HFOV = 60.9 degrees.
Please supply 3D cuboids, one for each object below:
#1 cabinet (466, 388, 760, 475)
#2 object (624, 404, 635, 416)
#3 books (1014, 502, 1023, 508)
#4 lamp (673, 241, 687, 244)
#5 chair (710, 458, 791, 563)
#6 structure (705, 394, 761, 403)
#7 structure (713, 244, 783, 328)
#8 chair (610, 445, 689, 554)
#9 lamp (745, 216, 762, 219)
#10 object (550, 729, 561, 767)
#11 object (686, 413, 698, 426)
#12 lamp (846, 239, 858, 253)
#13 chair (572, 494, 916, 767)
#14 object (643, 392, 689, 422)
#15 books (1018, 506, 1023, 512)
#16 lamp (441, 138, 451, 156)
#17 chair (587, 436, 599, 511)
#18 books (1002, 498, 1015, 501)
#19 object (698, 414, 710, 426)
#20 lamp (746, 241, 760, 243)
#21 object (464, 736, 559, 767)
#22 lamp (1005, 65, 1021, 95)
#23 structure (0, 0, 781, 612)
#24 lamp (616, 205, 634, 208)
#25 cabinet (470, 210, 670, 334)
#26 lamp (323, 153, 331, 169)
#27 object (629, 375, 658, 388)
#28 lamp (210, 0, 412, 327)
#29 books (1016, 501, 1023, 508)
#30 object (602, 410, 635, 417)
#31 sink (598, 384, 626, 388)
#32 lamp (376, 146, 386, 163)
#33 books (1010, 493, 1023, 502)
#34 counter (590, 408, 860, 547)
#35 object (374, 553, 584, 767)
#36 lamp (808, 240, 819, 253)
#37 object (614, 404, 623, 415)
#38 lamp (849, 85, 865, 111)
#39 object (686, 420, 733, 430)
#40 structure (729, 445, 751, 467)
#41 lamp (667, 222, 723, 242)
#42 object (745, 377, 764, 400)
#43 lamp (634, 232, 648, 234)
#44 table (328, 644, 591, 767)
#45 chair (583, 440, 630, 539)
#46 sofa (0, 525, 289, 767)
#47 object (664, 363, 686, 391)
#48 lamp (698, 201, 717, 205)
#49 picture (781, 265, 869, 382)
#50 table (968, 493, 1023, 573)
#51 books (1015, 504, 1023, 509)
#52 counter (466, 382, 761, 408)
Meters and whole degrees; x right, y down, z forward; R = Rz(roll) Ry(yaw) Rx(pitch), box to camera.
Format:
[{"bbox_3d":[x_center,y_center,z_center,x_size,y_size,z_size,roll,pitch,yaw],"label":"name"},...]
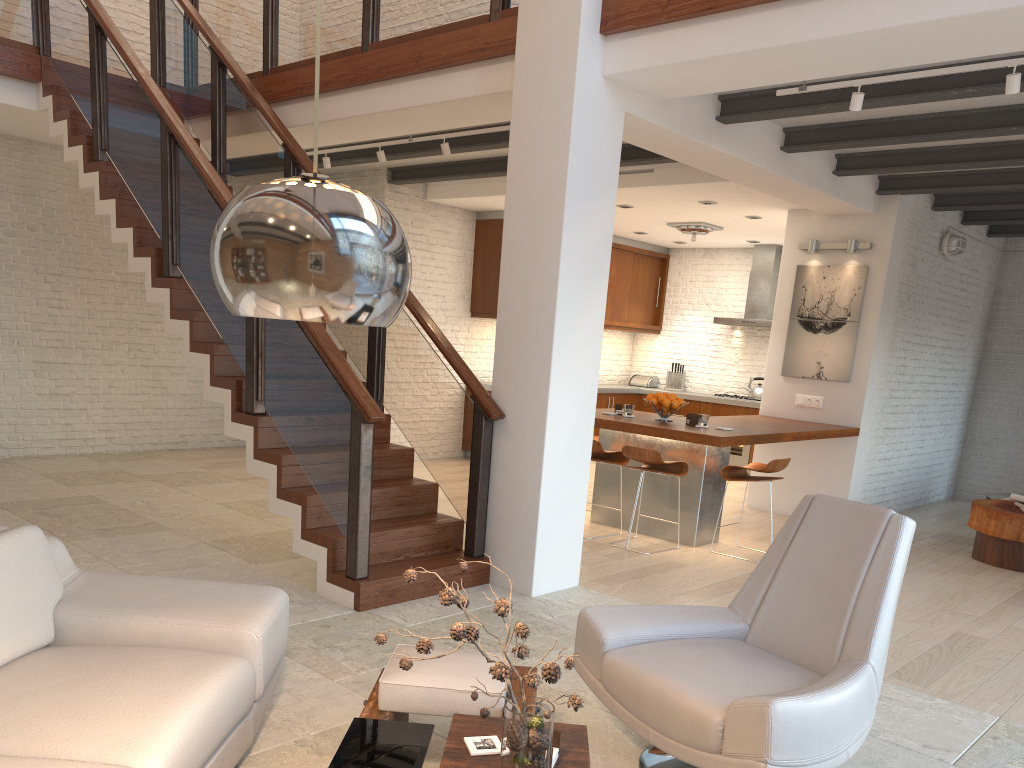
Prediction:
[{"bbox_3d":[1.956,-0.362,10.715,4.772,2.924,2.201,5,10,6],"label":"cabinet"},{"bbox_3d":[0.953,0.212,7.107,0.089,0.087,0.090,11,10,39],"label":"object"},{"bbox_3d":[4.185,0.987,6.934,0.251,0.011,0.311,5,3,11],"label":"books"},{"bbox_3d":[2.165,-1.839,11.225,0.121,0.057,0.123,9,7,42],"label":"lamp"},{"bbox_3d":[1.831,0.918,6.586,0.413,0.799,0.400,14,15,41],"label":"chair"},{"bbox_3d":[2.978,0.181,11.206,0.796,0.033,0.585,7,4,42],"label":"structure"},{"bbox_3d":[3.134,-1.226,10.925,0.965,1.023,0.452,12,14,41],"label":"structure"},{"bbox_3d":[1.022,0.854,6.586,0.396,0.799,0.417,14,15,41],"label":"chair"},{"bbox_3d":[2.404,-1.674,8.662,0.121,0.057,0.123,9,7,42],"label":"lamp"},{"bbox_3d":[0.071,0.978,2.326,0.093,0.084,0.112,6,7,14],"label":"object"},{"bbox_3d":[1.421,0.279,6.813,0.094,0.084,0.111,4,7,-3],"label":"object"},{"bbox_3d":[2.983,-1.211,7.649,0.080,0.107,0.077,1,10,-20],"label":"lamp"},{"bbox_3d":[0.891,0.926,3.127,0.970,1.047,0.998,-1,10,-31],"label":"chair"},{"bbox_3d":[1.228,0.183,6.979,0.365,0.229,0.354,5,6,7],"label":"object"},{"bbox_3d":[4.191,1.010,6.935,0.250,0.011,0.312,6,4,21],"label":"books"},{"bbox_3d":[-0.489,-1.742,6.432,0.085,0.133,0.059,-6,15,-45],"label":"lamp"},{"bbox_3d":[0.580,0.757,7.684,0.413,0.799,0.400,14,15,41],"label":"chair"},{"bbox_3d":[4.506,1.034,7.637,0.252,0.011,0.310,2,4,-35],"label":"books"},{"bbox_3d":[1.463,0.277,6.675,0.091,0.087,0.089,-1,10,-33],"label":"object"},{"bbox_3d":[2.925,-1.741,10.557,0.121,0.057,0.123,9,7,42],"label":"lamp"},{"bbox_3d":[0.003,0.991,2.424,0.270,0.036,0.243,5,4,14],"label":"object"},{"bbox_3d":[2.294,-1.383,3.988,0.085,0.133,0.059,-6,15,-45],"label":"lamp"},{"bbox_3d":[0.110,-0.900,5.607,9.959,4.265,13.747,9,6,42],"label":"structure"},{"bbox_3d":[1.120,-1.772,8.613,0.121,0.057,0.123,9,7,42],"label":"lamp"},{"bbox_3d":[0.850,-1.323,11.060,0.451,1.199,3.316,15,10,42],"label":"cabinet"},{"bbox_3d":[-1.567,-1.881,7.376,0.059,0.133,0.083,7,11,12],"label":"lamp"},{"bbox_3d":[1.871,-0.041,12.398,0.338,0.164,0.248,9,8,41],"label":"object"},{"bbox_3d":[-0.194,0.289,0.708,0.320,2.420,1.964,2,10,-11],"label":"lamp"},{"bbox_3d":[4.179,0.976,6.926,0.251,0.011,0.312,5,3,16],"label":"books"},{"bbox_3d":[0.919,0.242,7.192,0.281,0.036,0.204,8,5,42],"label":"object"},{"bbox_3d":[1.074,-0.069,11.567,0.506,0.442,0.851,11,9,42],"label":"sink"},{"bbox_3d":[-1.035,-1.813,6.912,0.085,0.133,0.059,-6,15,-45],"label":"lamp"},{"bbox_3d":[4.225,0.963,6.989,0.273,0.112,0.313,3,5,-15],"label":"books"},{"bbox_3d":[1.646,0.767,7.608,1.653,0.947,2.477,10,7,42],"label":"counter"},{"bbox_3d":[-0.081,0.712,2.074,0.540,0.626,0.307,6,11,12],"label":"object"},{"bbox_3d":[2.722,-1.244,7.878,0.080,0.107,0.077,1,10,-20],"label":"lamp"},{"bbox_3d":[0.929,0.215,7.253,0.112,0.084,0.093,11,10,41],"label":"object"},{"bbox_3d":[1.762,-1.452,4.451,0.059,0.133,0.083,7,11,12],"label":"lamp"},{"bbox_3d":[1.486,0.315,6.705,0.197,0.036,0.387,1,5,-45],"label":"object"},{"bbox_3d":[2.887,0.738,11.283,0.656,0.595,0.495,11,11,41],"label":"structure"},{"bbox_3d":[2.008,-1.658,9.603,0.441,0.175,0.446,9,6,42],"label":"lamp"},{"bbox_3d":[3.104,0.052,10.939,0.262,0.284,0.255,0,10,-26],"label":"object"},{"bbox_3d":[1.563,-1.849,10.578,0.121,0.057,0.123,9,7,42],"label":"lamp"},{"bbox_3d":[0.265,1.228,2.054,1.968,0.442,2.148,5,4,3],"label":"table"},{"bbox_3d":[0.627,0.803,6.933,0.396,0.799,0.417,14,15,41],"label":"chair"},{"bbox_3d":[-1.447,0.918,2.188,1.143,0.777,2.268,5,4,2],"label":"sofa"},{"bbox_3d":[2.273,-0.101,12.087,0.315,0.387,0.065,12,15,40],"label":"object"},{"bbox_3d":[1.801,-1.684,8.013,0.121,0.057,0.123,9,7,42],"label":"lamp"},{"bbox_3d":[2.840,-0.557,7.960,0.641,1.047,0.020,13,16,40],"label":"picture"},{"bbox_3d":[4.468,1.243,7.442,1.821,0.460,1.053,1,6,-42],"label":"table"},{"bbox_3d":[4.200,0.999,6.946,0.251,0.011,0.311,5,3,11],"label":"books"},{"bbox_3d":[1.872,0.191,10.395,3.455,0.072,3.307,7,4,42],"label":"counter"}]
